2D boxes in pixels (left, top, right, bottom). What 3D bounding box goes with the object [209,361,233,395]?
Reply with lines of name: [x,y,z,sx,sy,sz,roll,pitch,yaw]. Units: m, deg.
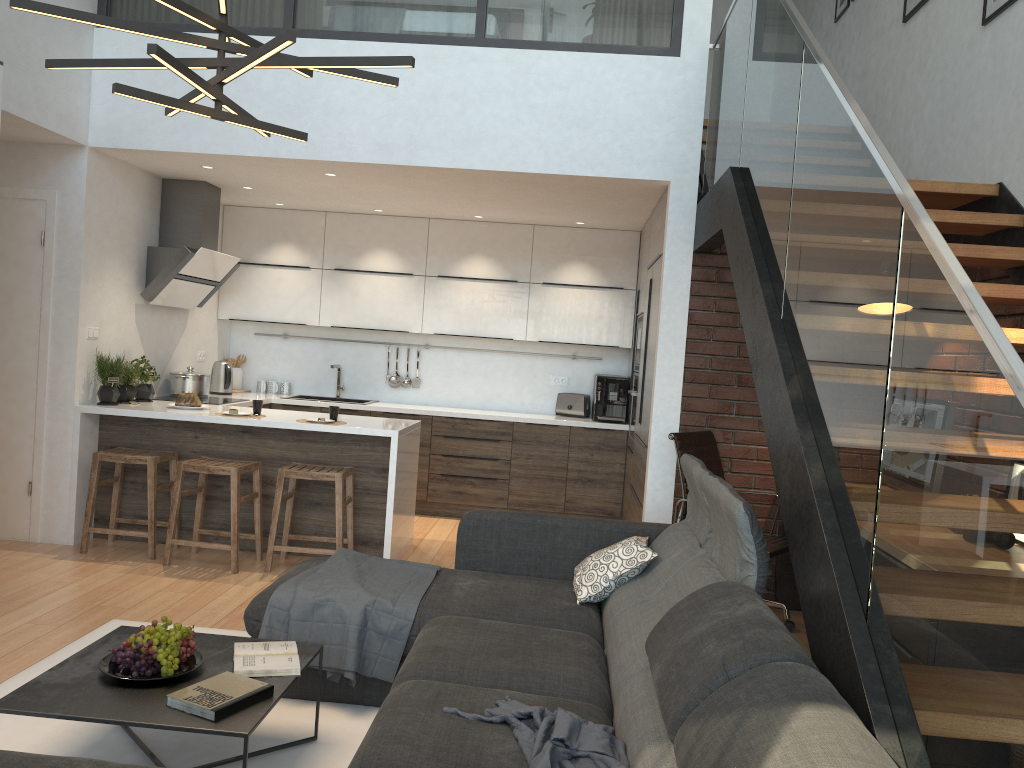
object: [-2.329,-0.052,7.109,0.179,0.270,0.220,4,2,-9]

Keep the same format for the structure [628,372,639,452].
structure: [1.111,0.216,6.587,0.495,0.570,0.595,4,2,4]

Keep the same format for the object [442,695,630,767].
object: [0.151,0.893,2.028,0.411,0.118,0.905,3,2,-20]

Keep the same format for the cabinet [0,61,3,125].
cabinet: [-2.649,-0.142,2.019,0.338,2.494,4.036,4,2,4]

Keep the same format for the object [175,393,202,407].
object: [-2.079,0.106,5.693,0.155,0.101,0.161,4,2,-1]

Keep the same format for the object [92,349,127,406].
object: [-2.505,-0.052,5.525,0.186,0.367,0.196,4,2,3]

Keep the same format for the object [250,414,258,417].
object: [-1.584,0.195,5.424,0.025,0.011,0.126,4,2,7]

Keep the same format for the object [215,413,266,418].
object: [-1.678,0.192,5.484,0.305,0.002,0.305,3,2,-27]

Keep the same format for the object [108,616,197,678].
object: [-1.076,0.768,2.651,0.256,0.173,0.279,4,2,1]

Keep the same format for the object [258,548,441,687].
object: [-0.591,0.907,3.487,0.548,0.369,0.685,5,2,11]

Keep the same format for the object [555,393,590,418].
object: [0.511,0.176,7.415,0.260,0.195,0.177,5,2,24]

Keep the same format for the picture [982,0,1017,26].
picture: [2.254,-1.869,4.029,0.025,0.333,0.410,4,2,4]

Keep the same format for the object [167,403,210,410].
object: [-2.072,0.146,5.683,0.261,0.021,0.261,4,2,-2]

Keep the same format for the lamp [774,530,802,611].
lamp: [1.886,0.330,4.586,0.462,2.003,1.054,4,2,-13]

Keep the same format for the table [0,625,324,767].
table: [-1.013,1.019,2.649,0.700,0.323,0.700,4,2,4]

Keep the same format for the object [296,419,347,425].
object: [-1.164,0.231,5.421,0.304,0.002,0.304,6,3,36]

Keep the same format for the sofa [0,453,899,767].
sofa: [-0.308,0.764,2.445,2.108,0.995,3.169,4,2,4]

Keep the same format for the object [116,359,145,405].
object: [-2.491,-0.018,5.743,0.221,0.283,0.211,5,2,17]

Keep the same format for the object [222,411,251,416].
object: [-1.693,0.184,5.447,0.176,0.014,0.176,4,2,-6]

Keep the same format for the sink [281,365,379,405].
sink: [-1.501,0.100,7.370,0.706,0.518,0.512,4,2,4]

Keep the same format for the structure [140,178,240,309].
structure: [-2.278,-1.045,6.388,0.407,0.998,0.898,4,2,4]

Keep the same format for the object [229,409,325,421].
object: [-1.432,0.190,5.402,0.597,0.039,0.064,4,2,0]

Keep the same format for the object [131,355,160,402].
object: [-2.471,-0.038,5.937,0.179,0.311,0.172,5,2,14]

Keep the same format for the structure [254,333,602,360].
structure: [-0.731,-0.322,7.581,3.000,0.045,0.050,4,2,4]

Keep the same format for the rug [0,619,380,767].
rug: [-1.125,1.181,2.802,1.606,0.013,2.496,4,2,3]

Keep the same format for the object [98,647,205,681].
object: [-1.074,0.839,2.648,0.295,0.026,0.295,4,2,-3]

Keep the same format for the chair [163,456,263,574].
chair: [-1.728,0.752,5.196,0.450,0.600,0.350,4,2,9]

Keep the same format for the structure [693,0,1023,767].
structure: [1.552,-0.157,3.692,1.289,3.460,5.660,4,2,4]

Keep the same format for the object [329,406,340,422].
object: [-1.101,0.185,5.482,0.066,0.093,0.066,3,2,-23]

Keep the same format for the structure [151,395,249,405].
structure: [-2.275,0.111,6.422,0.550,0.006,0.609,4,2,4]

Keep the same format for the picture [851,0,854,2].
picture: [2.476,-2.973,6.264,0.025,0.410,0.333,4,2,4]

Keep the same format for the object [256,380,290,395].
object: [-2.056,0.030,7.640,0.297,0.105,0.112,4,2,5]

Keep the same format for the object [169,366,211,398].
object: [-2.384,-0.018,6.561,0.288,0.223,0.315,6,3,45]

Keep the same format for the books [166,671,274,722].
books: [-0.807,0.864,2.462,0.179,0.029,0.225,5,2,27]

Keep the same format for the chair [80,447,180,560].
chair: [-2.282,0.706,5.353,0.450,0.600,0.350,4,2,4]

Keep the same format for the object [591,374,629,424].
object: [0.804,0.114,7.244,0.274,0.378,0.532,4,2,4]

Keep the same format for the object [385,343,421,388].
object: [-0.933,-0.155,7.592,0.320,0.389,0.069,4,2,5]

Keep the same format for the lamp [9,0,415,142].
lamp: [-0.737,-2.596,2.541,1.200,3.645,0.831,5,2,14]

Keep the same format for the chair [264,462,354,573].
chair: [-1.171,0.790,5.240,0.450,0.600,0.350,4,2,1]

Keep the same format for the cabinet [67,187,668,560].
cabinet: [-0.795,-0.132,6.418,3.495,2.401,2.401,4,2,4]

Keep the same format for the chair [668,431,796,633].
chair: [1.193,0.780,4.768,0.700,0.991,0.651,6,3,38]

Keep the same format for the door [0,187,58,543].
door: [-3.277,-0.128,5.374,0.974,2.136,0.085,4,2,4]

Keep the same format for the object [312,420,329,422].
object: [-1.153,0.224,5.325,0.126,0.012,0.025,5,2,22]

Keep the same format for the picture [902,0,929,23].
picture: [2.361,-2.644,4.870,0.025,0.990,0.871,4,2,4]

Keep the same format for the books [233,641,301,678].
books: [-0.773,0.857,2.786,0.199,0.025,0.294,3,2,-17]

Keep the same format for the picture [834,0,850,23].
picture: [2.502,-2.985,6.675,0.025,0.410,0.333,4,2,4]

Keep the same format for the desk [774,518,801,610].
desk: [1.737,0.971,3.993,0.610,0.750,2.182,4,2,4]

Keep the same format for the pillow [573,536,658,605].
pillow: [0.302,0.747,2.511,0.386,0.364,2.734,4,2,7]

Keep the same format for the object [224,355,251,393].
object: [-2.370,-0.095,7.535,0.221,0.316,0.330,4,2,4]

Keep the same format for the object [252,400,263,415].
object: [-1.592,0.149,5.544,0.066,0.093,0.066,6,3,39]

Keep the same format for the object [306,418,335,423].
object: [-1.163,0.224,5.377,0.176,0.014,0.176,4,2,8]

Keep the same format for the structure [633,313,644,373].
structure: [1.165,-0.281,6.566,0.459,0.430,0.595,4,2,4]
